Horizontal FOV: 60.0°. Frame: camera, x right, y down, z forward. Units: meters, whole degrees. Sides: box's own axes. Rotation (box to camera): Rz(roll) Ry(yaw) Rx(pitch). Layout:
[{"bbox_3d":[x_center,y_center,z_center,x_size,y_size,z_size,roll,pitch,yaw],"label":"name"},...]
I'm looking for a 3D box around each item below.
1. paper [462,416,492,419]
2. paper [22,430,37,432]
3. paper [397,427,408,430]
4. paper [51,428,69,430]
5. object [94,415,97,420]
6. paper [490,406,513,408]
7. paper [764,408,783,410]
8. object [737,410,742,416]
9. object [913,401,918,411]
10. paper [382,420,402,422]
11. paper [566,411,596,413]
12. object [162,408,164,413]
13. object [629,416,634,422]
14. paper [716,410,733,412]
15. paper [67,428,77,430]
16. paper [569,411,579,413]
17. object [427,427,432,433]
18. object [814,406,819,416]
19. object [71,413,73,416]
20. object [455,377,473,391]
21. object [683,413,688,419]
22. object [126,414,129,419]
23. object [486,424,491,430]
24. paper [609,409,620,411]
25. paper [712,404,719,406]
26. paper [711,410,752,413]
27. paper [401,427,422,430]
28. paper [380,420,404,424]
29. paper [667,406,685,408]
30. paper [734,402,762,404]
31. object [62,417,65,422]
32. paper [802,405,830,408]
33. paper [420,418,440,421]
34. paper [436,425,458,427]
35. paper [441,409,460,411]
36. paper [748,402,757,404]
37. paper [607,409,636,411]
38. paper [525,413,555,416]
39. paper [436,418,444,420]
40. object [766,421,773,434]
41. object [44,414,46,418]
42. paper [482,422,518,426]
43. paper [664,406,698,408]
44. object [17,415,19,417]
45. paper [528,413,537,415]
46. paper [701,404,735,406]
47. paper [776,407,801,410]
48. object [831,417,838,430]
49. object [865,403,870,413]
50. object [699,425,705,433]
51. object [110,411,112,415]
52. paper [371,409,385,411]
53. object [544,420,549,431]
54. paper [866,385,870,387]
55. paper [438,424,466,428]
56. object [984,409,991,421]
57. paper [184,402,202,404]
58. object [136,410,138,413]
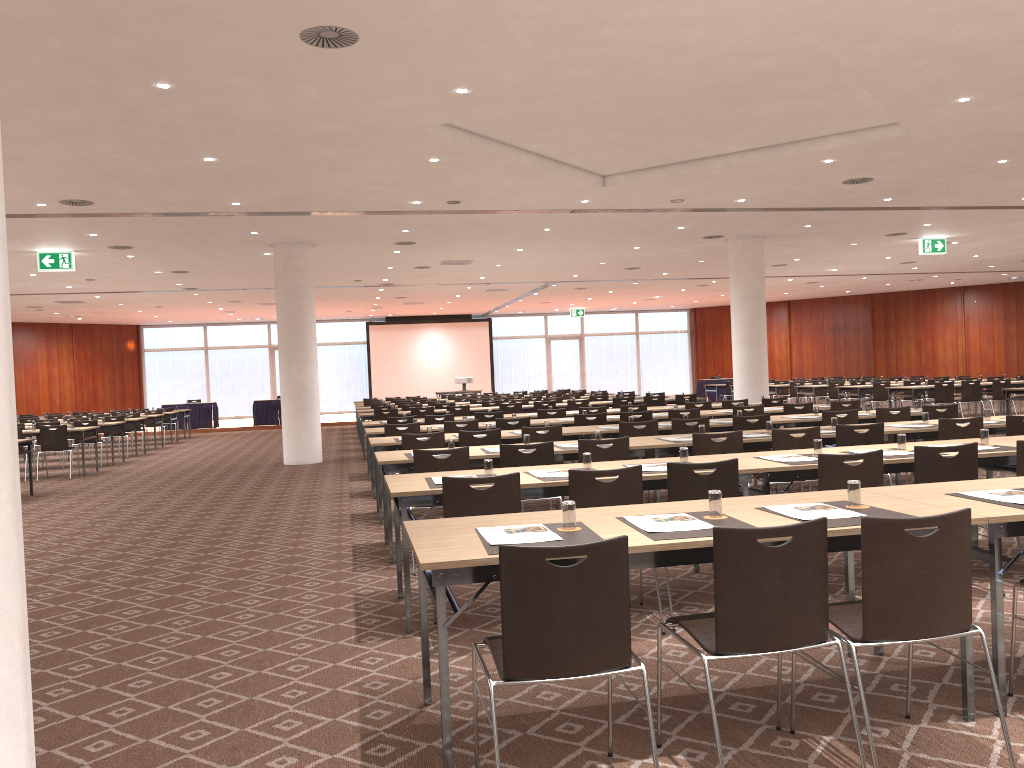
[{"bbox_3d":[-0.499,0.512,13.599,0.460,0.003,0.565,-3,1,-13],"label":"paper"},{"bbox_3d":[-8.648,0.836,15.649,0.460,0.003,0.565,-3,1,-13],"label":"paper"},{"bbox_3d":[-1.442,0.575,11.464,0.283,0.006,0.398,-3,1,-8],"label":"paper"},{"bbox_3d":[-8.082,0.806,15.801,0.283,0.006,0.398,-3,1,-13],"label":"paper"},{"bbox_3d":[-9.253,0.754,19.685,0.054,0.114,0.054,-3,1,-22],"label":"object"},{"bbox_3d":[-0.160,0.454,17.221,0.460,0.003,0.565,-3,1,-10],"label":"paper"},{"bbox_3d":[3.635,0.346,12.408,0.283,0.006,0.398,-3,1,-10],"label":"paper"},{"bbox_3d":[2.624,0.361,10.219,0.054,0.114,0.054,-2,1,23],"label":"object"},{"bbox_3d":[4.849,0.260,10.648,0.054,0.114,0.054,-3,1,-22],"label":"object"},{"bbox_3d":[-1.816,0.567,13.448,0.283,0.006,0.398,-3,1,-11],"label":"paper"},{"bbox_3d":[1.109,0.440,13.918,0.460,0.003,0.565,-3,1,-12],"label":"paper"},{"bbox_3d":[-9.349,0.709,23.744,0.054,0.114,0.054,-3,1,-22],"label":"object"},{"bbox_3d":[1.344,0.418,9.988,0.054,0.114,0.054,-3,1,-22],"label":"object"},{"bbox_3d":[2.999,0.375,12.269,0.283,0.006,0.398,-3,1,-9],"label":"paper"},{"bbox_3d":[-8.008,0.807,15.758,0.460,0.003,0.565,-3,1,-10],"label":"paper"},{"bbox_3d":[1.033,0.439,13.966,0.283,0.006,0.398,-3,1,-12],"label":"paper"},{"bbox_3d":[-0.889,0.518,9.572,0.054,0.114,0.054,-3,1,-22],"label":"object"},{"bbox_3d":[3.577,0.318,10.412,0.054,0.114,0.054,-4,2,-44],"label":"object"},{"bbox_3d":[-11.582,0.809,23.330,0.054,0.114,0.054,-4,2,-44],"label":"object"},{"bbox_3d":[-1.647,0.001,30.454,0.576,0.472,0.614,-3,1,-11],"label":"object"},{"bbox_3d":[1.979,0.390,10.101,0.054,0.114,0.054,-3,1,-22],"label":"object"},{"bbox_3d":[-8.599,0.724,19.814,0.054,0.114,0.054,-3,1,-22],"label":"object"},{"bbox_3d":[-0.256,0.490,9.690,0.054,0.114,0.054,-3,1,-22],"label":"object"},{"bbox_3d":[1.668,0.410,14.089,0.283,0.006,0.398,-3,1,-10],"label":"paper"},{"bbox_3d":[3.246,0.339,14.385,0.283,0.006,0.398,-3,1,-8],"label":"paper"},{"bbox_3d":[3.073,0.376,12.227,0.460,0.003,0.565,-3,1,-12],"label":"paper"},{"bbox_3d":[-1.406,0.578,11.417,0.460,0.003,0.565,-3,1,-12],"label":"paper"},{"bbox_3d":[-1.761,0.569,13.351,0.460,0.003,0.565,-3,1,-9],"label":"paper"},{"bbox_3d":[2.612,0.368,14.255,0.283,0.006,0.398,-3,1,-10],"label":"paper"},{"bbox_3d":[3.946,0.312,14.451,0.460,0.003,0.565,-3,1,-10],"label":"paper"},{"bbox_3d":[-9.890,0.782,19.572,0.054,0.114,0.054,-3,1,-22],"label":"object"},{"bbox_3d":[4.330,0.320,12.450,0.460,0.003,0.565,-3,1,-10],"label":"paper"},{"bbox_3d":[-1.146,0.541,13.487,0.460,0.003,0.565,-3,1,-12],"label":"paper"},{"bbox_3d":[-0.843,0.548,11.571,0.283,0.006,0.398,-3,1,-10],"label":"paper"},{"bbox_3d":[-1.131,0.498,17.045,0.460,0.003,0.565,-3,1,-9],"label":"paper"},{"bbox_3d":[3.903,0.310,14.479,0.283,0.006,0.398,-3,1,-13],"label":"paper"},{"bbox_3d":[1.762,0.411,14.016,0.460,0.003,0.565,-3,1,-9],"label":"paper"},{"bbox_3d":[0.462,0.469,13.780,0.460,0.003,0.565,-3,1,-7],"label":"paper"},{"bbox_3d":[-1.174,0.538,13.530,0.283,0.006,0.398,-3,1,-10],"label":"paper"},{"bbox_3d":[2.363,0.397,8.138,0.054,0.114,0.054,-2,1,23],"label":"object"},{"bbox_3d":[-12.220,0.838,23.202,0.054,0.114,0.054,-4,2,-44],"label":"object"},{"bbox_3d":[-0.129,0.520,11.629,0.460,0.003,0.565,-3,1,-14],"label":"paper"},{"bbox_3d":[2.702,0.368,14.208,0.460,0.003,0.565,-3,1,-10],"label":"paper"},{"bbox_3d":[-12.856,0.866,23.088,0.054,0.114,0.054,-4,2,-44],"label":"object"},{"bbox_3d":[0.396,0.467,13.832,0.283,0.006,0.398,-3,1,-11],"label":"paper"},{"bbox_3d":[3.336,0.340,14.307,0.460,0.003,0.565,-3,1,-7],"label":"paper"},{"bbox_3d":[3.723,0.347,12.378,0.460,0.003,0.565,-3,1,-12],"label":"paper"},{"bbox_3d":[3.001,0.368,8.253,0.054,0.114,0.054,-2,1,23],"label":"object"},{"bbox_3d":[4.221,0.289,10.518,0.054,0.114,0.054,-4,2,-44],"label":"object"},{"bbox_3d":[1.717,0.426,8.011,0.054,0.114,0.054,-2,1,23],"label":"object"},{"bbox_3d":[-10.620,0.766,23.498,0.054,0.114,0.054,-3,1,-22],"label":"object"},{"bbox_3d":[-2.762,0.547,18.764,0.460,0.003,0.565,-3,1,-10],"label":"paper"},{"bbox_3d":[0.387,0.461,9.803,0.054,0.114,0.054,-4,2,-44],"label":"object"},{"bbox_3d":[8.371,0.046,20.856,0.460,0.003,0.565,-3,1,-13],"label":"paper"},{"bbox_3d":[-0.745,0.548,11.527,0.460,0.003,0.565,-3,1,-11],"label":"paper"},{"bbox_3d":[4.590,0.297,8.561,0.054,0.114,0.054,-4,2,-44],"label":"object"},{"bbox_3d":[-10.459,0.623,29.086,0.460,0.003,0.565,-3,1,-11],"label":"paper"},{"bbox_3d":[-9.986,0.737,23.623,0.054,0.114,0.054,-3,1,-22],"label":"object"}]
